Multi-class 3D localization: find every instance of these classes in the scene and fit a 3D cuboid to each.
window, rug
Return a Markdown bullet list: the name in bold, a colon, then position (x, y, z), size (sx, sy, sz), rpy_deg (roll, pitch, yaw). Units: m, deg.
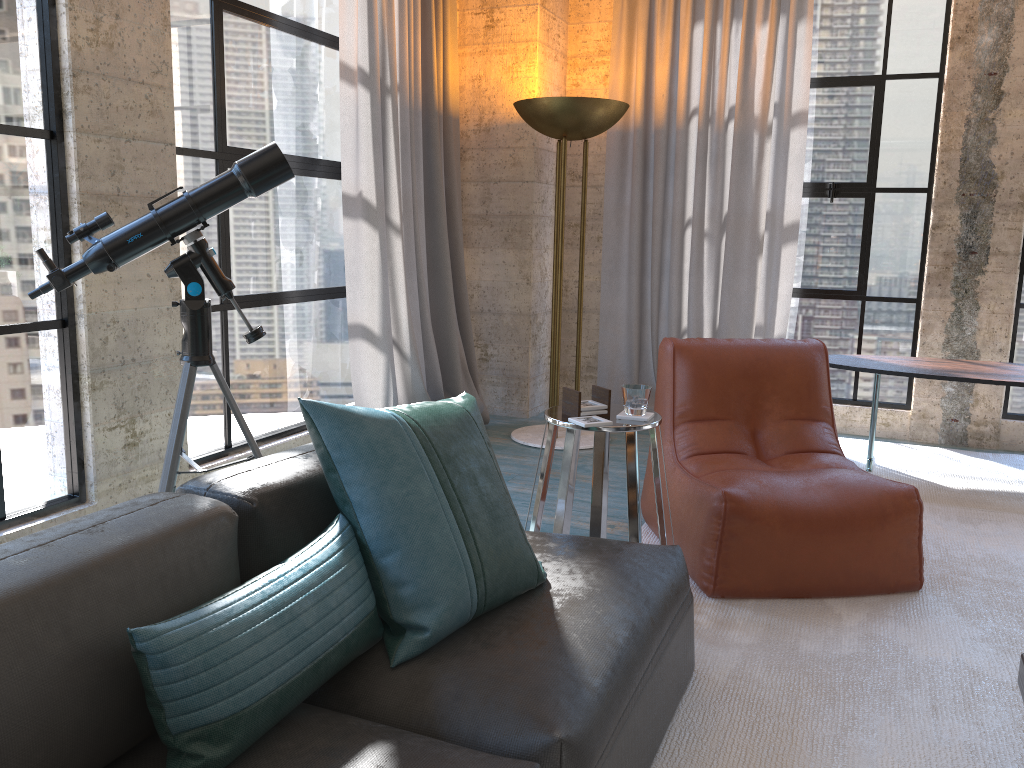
- **window**: position (1.558, -1.170, 5.342), size (1.780, 2.530, 0.081), rpy_deg (5, 11, 22)
- **window**: position (-0.983, -1.028, 4.186), size (0.081, 2.530, 1.780), rpy_deg (5, 11, 22)
- **window**: position (3.627, -0.976, 4.494), size (1.780, 2.530, 0.081), rpy_deg (5, 11, 22)
- **rug**: position (1.184, 0.957, 1.350), size (2.954, 0.032, 7.768), rpy_deg (5, 11, 22)
- **window**: position (-1.851, -0.693, 2.144), size (0.081, 2.530, 1.780), rpy_deg (5, 11, 22)

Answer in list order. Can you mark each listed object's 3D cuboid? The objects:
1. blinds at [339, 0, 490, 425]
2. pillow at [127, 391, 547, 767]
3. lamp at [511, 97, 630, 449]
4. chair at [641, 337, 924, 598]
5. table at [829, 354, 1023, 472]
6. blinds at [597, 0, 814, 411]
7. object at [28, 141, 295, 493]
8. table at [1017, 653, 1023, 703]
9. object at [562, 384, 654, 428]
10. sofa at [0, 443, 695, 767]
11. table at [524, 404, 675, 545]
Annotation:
- **blinds**: position (-0.457, -1.146, 4.597), size (0.384, 2.985, 1.131), rpy_deg (5, 11, 22)
- **pillow**: position (-0.282, 0.268, 1.665), size (0.349, 0.466, 1.042), rpy_deg (8, 12, 32)
- **lamp**: position (0.295, -0.589, 4.883), size (0.619, 1.822, 0.619), rpy_deg (5, 11, 22)
- **chair**: position (0.952, 0.251, 3.244), size (0.801, 0.759, 0.920), rpy_deg (0, 10, -7)
- **table**: position (2.488, 0.207, 4.318), size (2.004, 0.530, 0.715), rpy_deg (5, 11, 21)
- **blinds**: position (1.062, -1.201, 5.156), size (1.187, 2.986, 0.404), rpy_deg (6, 11, 23)
- **object**: position (-1.015, -0.023, 2.671), size (0.617, 1.406, 0.595), rpy_deg (6, 11, 23)
- **table**: position (1.180, 0.860, 1.019), size (0.900, 0.309, 1.500), rpy_deg (5, 11, 22)
- **object**: position (0.288, 0.054, 2.665), size (0.287, 0.096, 0.206), rpy_deg (-4, 11, -27)
- **sofa**: position (-0.356, 0.536, 1.596), size (1.019, 0.680, 2.063), rpy_deg (5, 11, 22)
- **table**: position (0.273, 0.389, 2.772), size (0.549, 0.603, 0.549), rpy_deg (2, 10, 2)
